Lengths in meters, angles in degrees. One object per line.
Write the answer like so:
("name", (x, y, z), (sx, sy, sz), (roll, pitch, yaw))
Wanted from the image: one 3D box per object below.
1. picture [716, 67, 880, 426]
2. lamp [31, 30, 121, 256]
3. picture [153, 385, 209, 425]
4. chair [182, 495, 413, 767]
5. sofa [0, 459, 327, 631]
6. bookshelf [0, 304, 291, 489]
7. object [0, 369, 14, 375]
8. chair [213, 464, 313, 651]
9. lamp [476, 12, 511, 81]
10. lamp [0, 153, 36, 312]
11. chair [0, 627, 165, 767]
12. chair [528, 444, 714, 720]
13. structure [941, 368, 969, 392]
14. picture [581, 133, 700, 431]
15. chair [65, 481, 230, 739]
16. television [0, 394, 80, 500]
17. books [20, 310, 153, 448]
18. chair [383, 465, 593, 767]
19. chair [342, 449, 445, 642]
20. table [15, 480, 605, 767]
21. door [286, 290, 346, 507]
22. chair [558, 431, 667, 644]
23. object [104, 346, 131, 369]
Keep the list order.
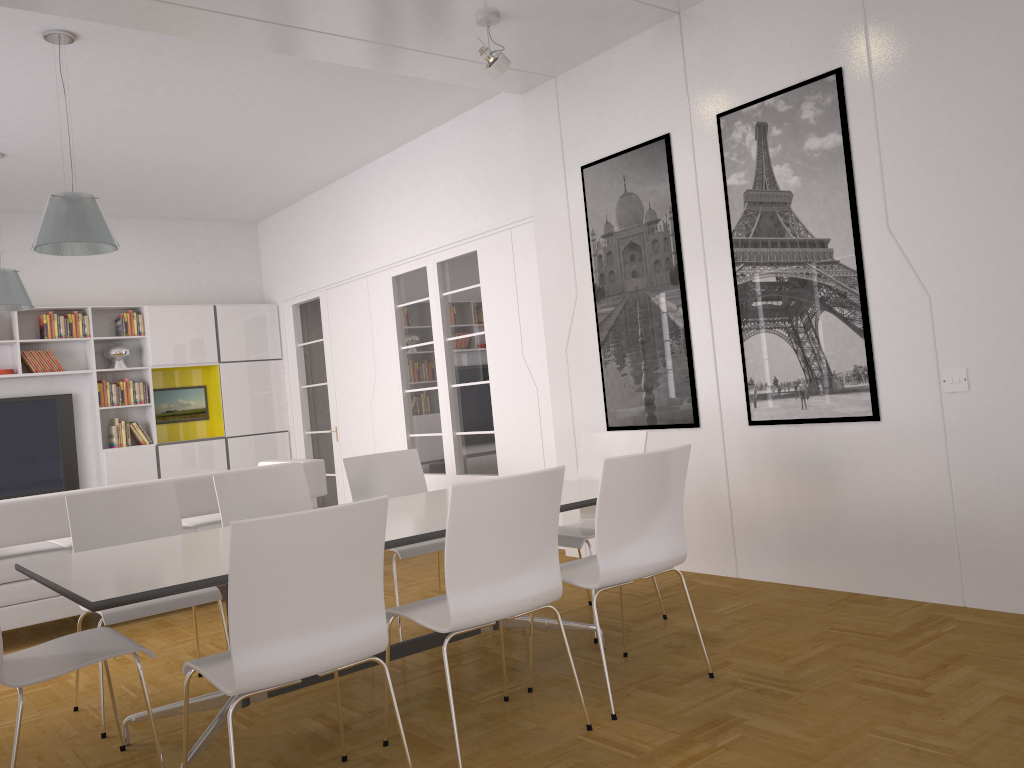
("picture", (1.489, -0.676, 4.718), (0.016, 1.781, 0.786), (-4, -2, -38))
("lamp", (-2.562, -1.396, 5.115), (0.465, 1.250, 0.464), (-4, -2, -39))
("picture", (-3.658, 0.230, 9.775), (0.609, 0.388, 0.007), (-5, -2, -38))
("chair", (-0.655, 0.824, 2.648), (0.561, 0.932, 0.574), (-4, -2, -38))
("sofa", (-2.569, 1.067, 5.828), (2.625, 0.849, 0.821), (-5, -1, -38))
("bookshelf", (-4.803, 0.501, 8.716), (5.369, 2.481, 0.389), (-5, -2, -38))
("object", (-4.940, -0.108, 8.614), (0.182, 0.054, 0.182), (-5, -1, -42))
("chair", (-1.088, 0.882, 4.286), (0.561, 0.932, 0.574), (-4, -2, -38))
("lamp", (-0.101, -1.904, 5.030), (0.173, 0.364, 0.167), (-6, -2, 4))
("lamp", (-4.129, -1.225, 7.106), (0.465, 1.250, 0.464), (-4, -2, -39))
("chair", (-1.550, 0.914, 2.949), (0.576, 0.932, 0.560), (-4, -2, -38))
("chair", (0.410, 0.729, 3.494), (0.561, 0.932, 0.574), (-4, -2, -38))
("structure", (2.043, -0.016, 4.091), (0.013, 0.104, 0.114), (-4, -2, -38))
("picture", (0.787, -0.599, 5.613), (0.013, 1.781, 0.786), (-4, -2, -38))
("chair", (-1.604, 0.928, 3.876), (0.561, 0.932, 0.574), (-4, -2, -38))
("television", (-5.106, 0.698, 8.541), (1.661, 1.088, 0.082), (-5, -2, -38))
("books", (-5.411, 0.053, 8.243), (3.865, 1.456, 0.235), (-5, -2, -38))
("chair", (-0.107, 0.775, 3.083), (0.561, 0.932, 0.574), (-4, -2, -38))
("chair", (-0.540, 0.833, 4.721), (0.561, 0.932, 0.574), (-4, -2, -38))
("table", (-0.574, 0.927, 3.691), (2.413, 0.723, 1.209), (-5, -1, -38))
("door", (-2.128, 0.265, 9.672), (0.139, 2.456, 1.007), (-4, -2, -38))
("chair", (0.393, 0.733, 4.494), (0.576, 0.932, 0.560), (-4, -2, -38))
("object", (-4.128, -0.268, 9.288), (0.257, 0.239, 0.256), (-5, -1, -31))
